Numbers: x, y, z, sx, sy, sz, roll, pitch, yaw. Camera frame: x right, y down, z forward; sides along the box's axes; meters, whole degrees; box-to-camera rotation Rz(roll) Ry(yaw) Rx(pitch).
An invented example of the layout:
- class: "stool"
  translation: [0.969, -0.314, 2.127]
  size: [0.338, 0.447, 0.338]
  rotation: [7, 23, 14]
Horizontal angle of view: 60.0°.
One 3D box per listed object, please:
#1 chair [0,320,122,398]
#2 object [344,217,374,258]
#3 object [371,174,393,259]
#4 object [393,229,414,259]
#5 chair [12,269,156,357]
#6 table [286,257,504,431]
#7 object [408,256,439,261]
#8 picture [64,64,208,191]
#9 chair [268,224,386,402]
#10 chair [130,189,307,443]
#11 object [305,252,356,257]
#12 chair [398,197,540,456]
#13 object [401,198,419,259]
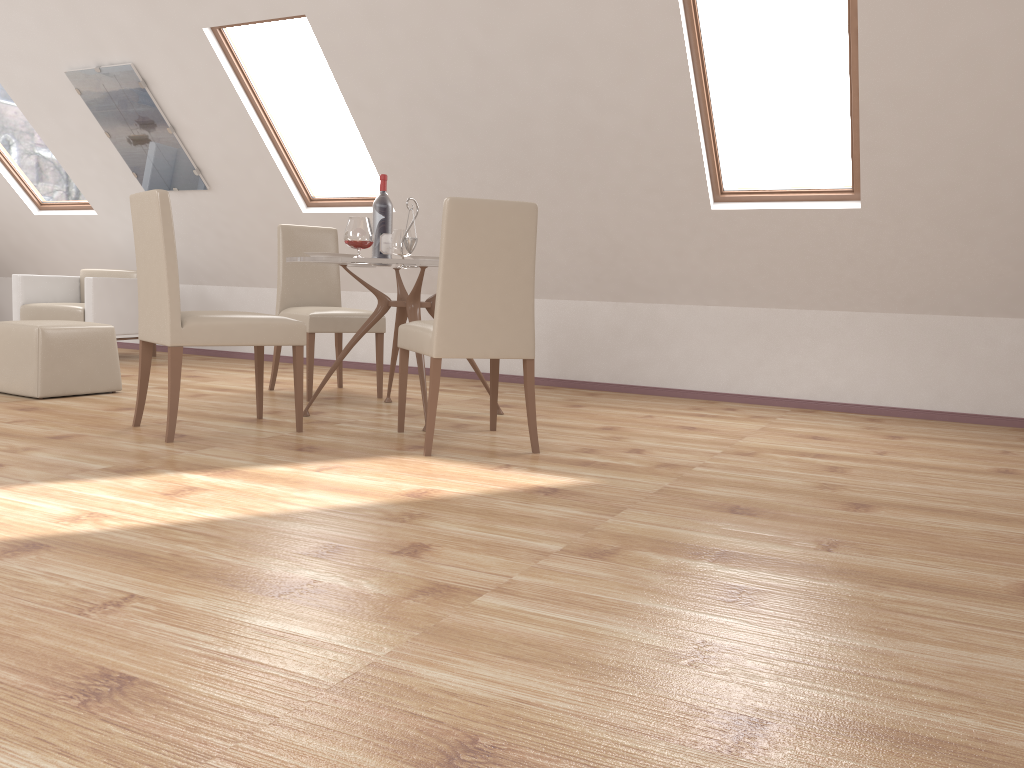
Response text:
- class: "chair"
  translation: [-2.521, -0.153, 4.891]
  size: [0.506, 0.394, 0.506]
  rotation: [6, 7, 31]
- class: "object"
  translation: [-0.690, -0.658, 4.000]
  size: [0.136, 0.183, 0.136]
  rotation: [3, 6, 5]
- class: "object"
  translation: [-0.652, -0.835, 4.471]
  size: [0.109, 0.435, 0.109]
  rotation: [5, 7, 22]
- class: "object"
  translation: [-0.593, -0.736, 4.774]
  size: [0.136, 0.183, 0.136]
  rotation: [-2, 7, -36]
- class: "chair"
  translation: [-3.335, -0.561, 7.014]
  size: [0.748, 0.706, 0.820]
  rotation: [4, 6, 16]
- class: "table"
  translation: [-0.529, -0.225, 4.492]
  size: [1.198, 0.770, 1.198]
  rotation: [-3, 8, -42]
- class: "object"
  translation: [-0.359, -0.573, 4.079]
  size: [0.228, 0.020, 0.228]
  rotation: [0, 6, -18]
- class: "picture"
  translation: [-2.673, -1.796, 6.341]
  size: [0.650, 0.738, 0.683]
  rotation: [5, 7, 26]
- class: "chair"
  translation: [-1.096, -0.436, 5.223]
  size: [0.477, 0.999, 0.618]
  rotation: [-2, 7, -36]
- class: "chair"
  translation: [-1.277, -0.296, 3.838]
  size: [0.618, 0.999, 0.477]
  rotation: [-3, 8, -38]
- class: "object"
  translation: [-0.841, -0.596, 4.133]
  size: [0.228, 0.020, 0.228]
  rotation: [-3, 8, -41]
- class: "chair"
  translation: [-0.186, -0.246, 3.737]
  size: [0.477, 0.999, 0.618]
  rotation: [0, 6, -19]
- class: "object"
  translation: [-0.509, -0.768, 4.432]
  size: [0.096, 0.322, 0.086]
  rotation: [1, 6, -10]
